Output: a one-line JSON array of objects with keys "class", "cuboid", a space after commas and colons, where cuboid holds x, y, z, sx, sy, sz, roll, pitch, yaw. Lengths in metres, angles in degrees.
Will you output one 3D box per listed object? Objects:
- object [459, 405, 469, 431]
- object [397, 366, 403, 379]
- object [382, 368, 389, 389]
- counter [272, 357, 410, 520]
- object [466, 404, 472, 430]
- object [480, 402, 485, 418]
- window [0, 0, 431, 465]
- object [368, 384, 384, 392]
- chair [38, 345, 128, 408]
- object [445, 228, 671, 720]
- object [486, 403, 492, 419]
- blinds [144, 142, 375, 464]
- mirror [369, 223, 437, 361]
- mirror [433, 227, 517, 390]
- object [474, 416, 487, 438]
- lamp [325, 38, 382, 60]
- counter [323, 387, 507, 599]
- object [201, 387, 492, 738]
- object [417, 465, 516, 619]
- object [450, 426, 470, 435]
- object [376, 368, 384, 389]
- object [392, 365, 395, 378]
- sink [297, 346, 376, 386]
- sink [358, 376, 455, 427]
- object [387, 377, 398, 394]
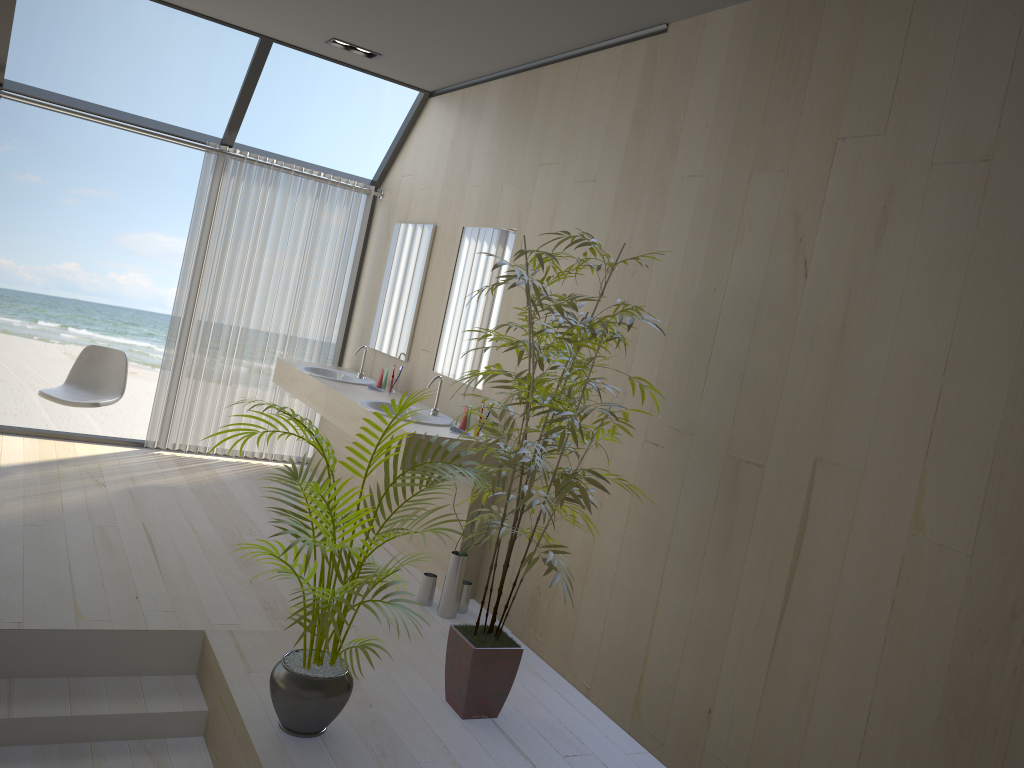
[{"class": "object", "cuboid": [-0.239, 0.177, 4.451, 0.039, 0.134, 0.039, 12, 1, 12]}, {"class": "object", "cuboid": [-0.713, -0.027, 5.447, 0.054, 0.175, 0.012, 12, 1, -4]}, {"class": "object", "cuboid": [-0.804, -0.036, 5.614, 0.039, 0.134, 0.038, 13, 1, 19]}, {"class": "counter", "cuboid": [-1.192, 0.339, 5.778, 0.548, 0.789, 1.214, 11, 4, -30]}, {"class": "object", "cuboid": [-0.227, 0.170, 4.564, 0.039, 0.134, 0.039, 12, 1, 12]}, {"class": "object", "cuboid": [-0.156, 0.176, 4.367, 0.012, 0.178, 0.050, 12, 1, 9]}, {"class": "window", "cuboid": [-2.947, -1.043, 5.191, 4.538, 2.810, 0.750, 10, 2, -30]}, {"class": "object", "cuboid": [-0.832, 0.024, 5.421, 0.105, 0.029, 0.032, 13, 3, 11]}, {"class": "chair", "cuboid": [-2.565, -0.045, 5.358, 0.369, 0.347, 0.455, 12, 3, -1]}, {"class": "object", "cuboid": [0.097, 0.318, 3.154, 0.786, 1.754, 0.938, 12, 2, -5]}, {"class": "object", "cuboid": [-0.136, 0.179, 4.397, 0.054, 0.175, 0.012, 12, 1, -4]}, {"class": "blinds", "cuboid": [-1.730, -0.510, 6.162, 1.177, 2.068, 0.084, 11, 1, -30]}, {"class": "mirror", "cuboid": [-0.727, -0.622, 5.806, 0.023, 0.867, 0.658, 11, 2, -30]}, {"class": "mirror", "cuboid": [-0.208, -0.441, 4.918, 0.023, 0.867, 0.658, 11, 2, -30]}, {"class": "object", "cuboid": [-0.160, 0.216, 4.397, 0.058, 0.100, 0.059, 11, 2, -20]}, {"class": "lamp", "cuboid": [-0.933, -2.044, 5.266, 0.299, 0.112, 0.165, 10, 4, -30]}, {"class": "counter", "cuboid": [-0.615, 0.545, 4.729, 0.548, 0.789, 1.214, 11, 4, -30]}, {"class": "object", "cuboid": [-0.582, 0.499, 2.755, 0.917, 1.155, 0.751, 12, 2, 4]}, {"class": "object", "cuboid": [-0.168, 0.703, 4.144, 0.404, 0.748, 0.276, 10, 2, -42]}, {"class": "object", "cuboid": [-0.255, 0.230, 4.372, 0.105, 0.029, 0.032, 13, 3, 11]}, {"class": "object", "cuboid": [-0.816, -0.029, 5.501, 0.039, 0.134, 0.038, 13, 1, 19]}, {"class": "object", "cuboid": [-0.733, -0.031, 5.417, 0.012, 0.178, 0.050, 12, 1, 9]}, {"class": "sink", "cuboid": [-1.130, -0.067, 5.718, 0.501, 0.419, 0.578, 11, 4, -26]}, {"class": "sink", "cuboid": [-0.553, 0.139, 4.668, 0.501, 0.419, 0.578, 11, 4, -26]}, {"class": "object", "cuboid": [-0.737, 0.010, 5.447, 0.058, 0.100, 0.059, 11, 2, -23]}]
